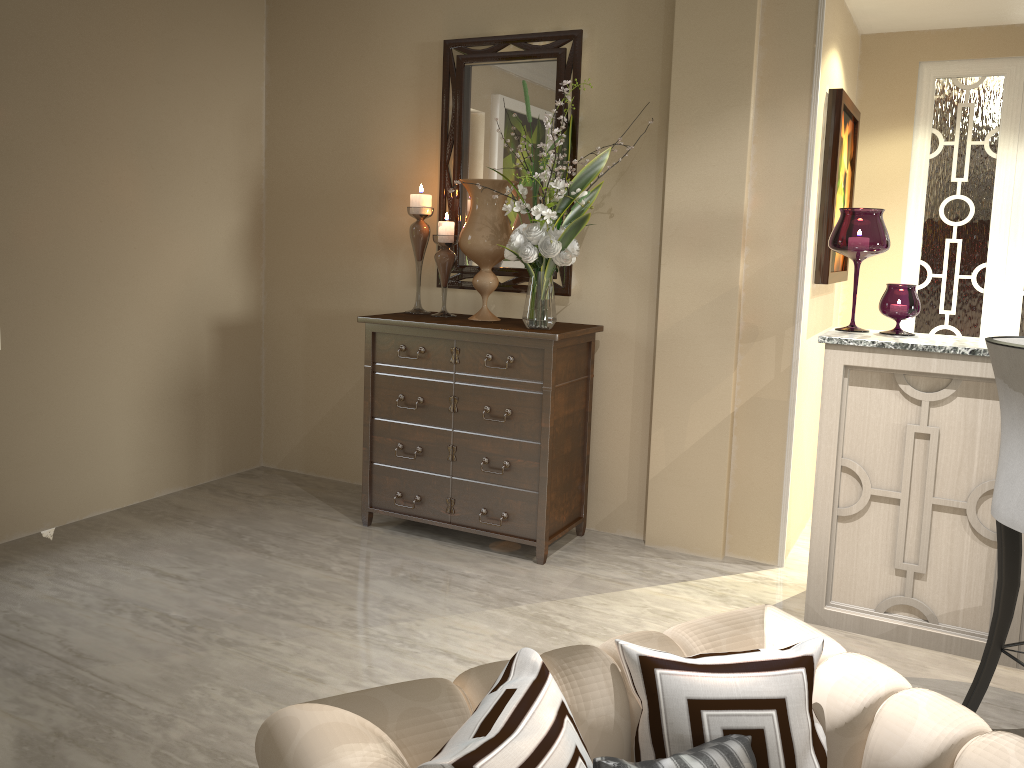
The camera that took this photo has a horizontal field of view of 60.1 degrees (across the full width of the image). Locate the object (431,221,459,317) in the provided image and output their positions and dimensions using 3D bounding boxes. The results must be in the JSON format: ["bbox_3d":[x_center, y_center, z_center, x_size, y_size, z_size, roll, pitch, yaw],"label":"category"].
[{"bbox_3d":[-0.260,-0.451,3.442,0.103,0.371,0.103,4,7,17],"label":"object"}]

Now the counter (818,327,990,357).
[{"bbox_3d":[2.020,-0.030,2.231,2.343,0.020,0.380,7,10,27],"label":"counter"}]

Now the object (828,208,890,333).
[{"bbox_3d":[1.080,-0.356,2.772,0.181,0.379,0.181,6,8,31],"label":"object"}]

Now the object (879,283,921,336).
[{"bbox_3d":[1.192,-0.230,2.726,0.120,0.153,0.120,7,9,31],"label":"object"}]

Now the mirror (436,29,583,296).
[{"bbox_3d":[-0.019,-0.860,3.486,0.602,0.988,0.035,6,7,27],"label":"mirror"}]

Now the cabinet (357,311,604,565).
[{"bbox_3d":[-0.133,0.165,3.362,0.826,0.808,0.429,6,8,27],"label":"cabinet"}]

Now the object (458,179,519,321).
[{"bbox_3d":[-0.096,-0.504,3.353,0.222,0.519,0.222,5,7,22],"label":"object"}]

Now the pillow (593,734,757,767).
[{"bbox_3d":[0.207,0.524,1.025,0.251,0.185,0.129,-2,8,-26],"label":"pillow"}]

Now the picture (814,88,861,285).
[{"bbox_3d":[1.267,-0.741,3.433,0.049,0.689,0.599,5,8,26],"label":"picture"}]

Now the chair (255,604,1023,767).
[{"bbox_3d":[0.204,0.686,1.022,0.850,0.549,0.714,-2,9,-28],"label":"chair"}]

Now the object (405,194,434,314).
[{"bbox_3d":[-0.365,-0.516,3.490,0.103,0.467,0.103,4,7,17],"label":"object"}]

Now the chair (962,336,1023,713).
[{"bbox_3d":[1.301,0.386,1.977,0.541,0.945,0.460,1,7,-8],"label":"chair"}]

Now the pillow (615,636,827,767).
[{"bbox_3d":[0.291,0.484,1.171,0.300,0.267,0.199,2,7,-3],"label":"pillow"}]

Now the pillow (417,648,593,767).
[{"bbox_3d":[0.017,0.483,0.994,0.185,0.249,0.285,5,8,20],"label":"pillow"}]

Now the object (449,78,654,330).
[{"bbox_3d":[0.141,-0.628,3.152,0.563,0.847,0.607,8,9,39],"label":"object"}]

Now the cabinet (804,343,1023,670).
[{"bbox_3d":[1.984,0.401,2.285,2.263,0.849,0.352,7,8,27],"label":"cabinet"}]
